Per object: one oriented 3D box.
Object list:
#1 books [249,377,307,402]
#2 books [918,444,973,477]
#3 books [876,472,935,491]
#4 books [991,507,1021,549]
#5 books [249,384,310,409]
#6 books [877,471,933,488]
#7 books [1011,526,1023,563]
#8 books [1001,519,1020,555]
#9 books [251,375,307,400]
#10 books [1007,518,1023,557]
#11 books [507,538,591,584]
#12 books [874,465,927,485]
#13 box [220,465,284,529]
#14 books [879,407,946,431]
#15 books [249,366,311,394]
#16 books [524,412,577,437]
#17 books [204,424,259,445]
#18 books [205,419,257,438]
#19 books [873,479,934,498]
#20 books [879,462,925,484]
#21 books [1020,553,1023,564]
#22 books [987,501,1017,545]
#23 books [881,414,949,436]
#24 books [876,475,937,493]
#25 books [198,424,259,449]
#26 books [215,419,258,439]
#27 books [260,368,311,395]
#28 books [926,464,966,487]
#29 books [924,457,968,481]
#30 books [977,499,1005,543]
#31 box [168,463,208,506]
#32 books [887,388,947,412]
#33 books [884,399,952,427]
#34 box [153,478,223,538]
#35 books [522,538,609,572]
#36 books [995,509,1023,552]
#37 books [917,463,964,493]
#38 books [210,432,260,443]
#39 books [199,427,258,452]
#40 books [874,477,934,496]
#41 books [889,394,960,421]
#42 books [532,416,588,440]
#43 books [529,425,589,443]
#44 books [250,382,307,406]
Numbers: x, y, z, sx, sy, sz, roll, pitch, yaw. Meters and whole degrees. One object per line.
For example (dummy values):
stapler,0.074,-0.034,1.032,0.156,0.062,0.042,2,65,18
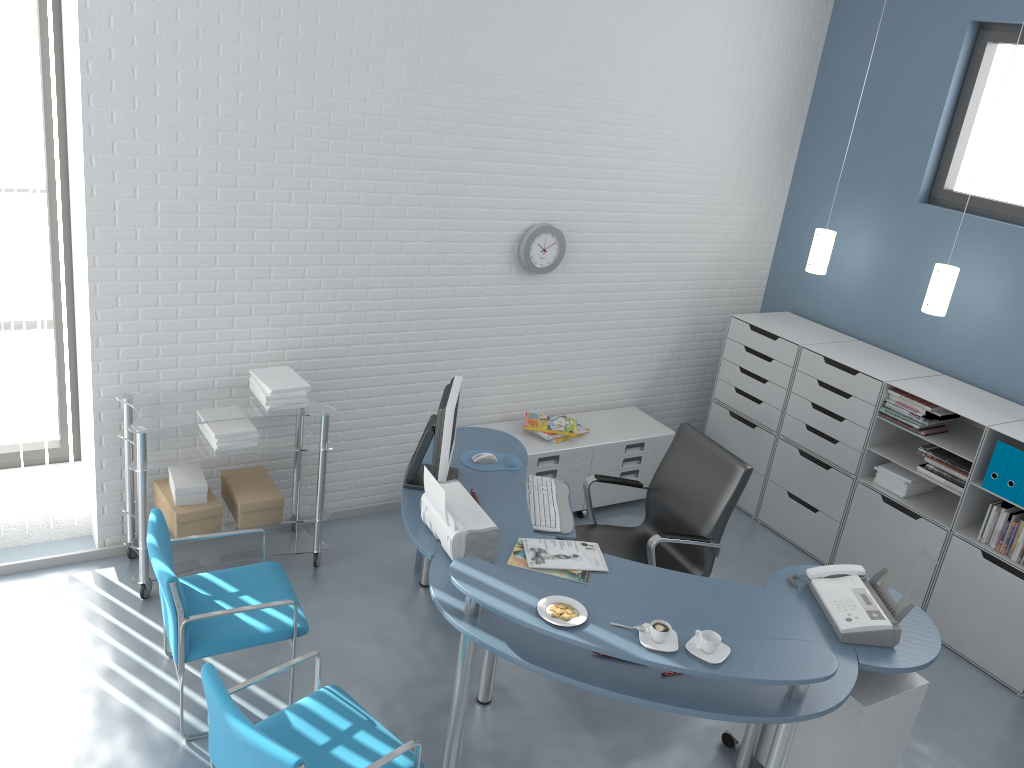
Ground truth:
books,-1.090,0.018,4.125,0.190,0.015,0.270,-5,24,-32
books,2.238,0.380,4.472,0.224,0.041,0.283,-5,24,-32
books,2.127,0.508,4.778,0.270,0.015,0.190,-5,24,-32
books,2.383,0.690,4.263,0.157,0.198,0.022,-5,24,-32
books,-1.087,0.047,4.138,0.190,0.015,0.270,-7,25,-34
books,2.135,0.493,4.777,0.270,0.015,0.190,-4,24,-29
books,2.439,0.724,4.169,0.166,0.217,0.038,-5,24,-32
books,2.409,0.722,4.226,0.157,0.172,0.021,-5,24,-32
books,-1.084,0.007,4.115,0.190,0.015,0.270,-4,24,-29
books,2.428,0.721,4.205,0.146,0.193,0.032,-5,24,-32
books,0.149,0.655,3.305,0.300,0.005,0.200,12,21,10
books,2.116,0.474,4.778,0.270,0.015,0.190,-5,24,-32
box,-1.244,0.536,4.237,0.207,0.133,0.347,-5,24,-31
books,2.101,0.173,4.654,0.234,0.034,0.240,-5,24,-32
books,-1.077,-0.023,4.112,0.190,0.015,0.270,-8,26,-36
books,0.223,0.232,5.097,0.300,0.020,0.210,8,21,1
books,-1.301,0.208,4.090,0.190,0.015,0.270,-5,24,-31
books,-1.305,0.173,4.055,0.190,0.015,0.270,-7,25,-34
books,2.119,0.547,4.801,0.270,0.015,0.190,-5,24,-32
books,2.131,0.464,4.769,0.270,0.015,0.190,-8,26,-36
books,2.457,0.740,4.152,0.155,0.203,0.017,-5,24,-32
books,2.379,0.665,4.284,0.138,0.229,0.032,-5,24,-32
books,2.114,0.201,4.660,0.209,0.019,0.265,-5,24,-32
books,2.130,0.522,4.786,0.270,0.015,0.190,-5,24,-30
books,-1.309,0.224,4.089,0.190,0.015,0.270,-7,26,-35
books,-1.300,0.180,4.080,0.190,0.015,0.270,-5,24,-31
books,-1.074,-0.013,4.129,0.190,0.015,0.270,-5,24,-32
books,2.250,0.452,4.476,0.212,0.023,0.224,-5,24,-32
books,2.253,0.419,4.481,0.197,0.034,0.251,-5,24,-32
books,2.351,0.664,4.311,0.157,0.203,0.040,-5,24,-32
box,-1.478,0.456,4.044,0.139,0.090,0.234,-3,23,-27
books,2.129,0.076,4.614,0.212,0.024,0.258,-5,24,-32
books,2.122,0.141,4.636,0.212,0.044,0.265,-5,24,-32
box,-1.493,0.560,4.083,0.207,0.133,0.347,-8,26,-36
books,0.197,0.645,3.345,0.300,0.010,0.200,5,21,-9
books,2.397,0.697,4.241,0.157,0.203,0.032,-5,24,-32
books,2.235,0.471,4.502,0.212,0.034,0.265,-5,24,-32
books,-1.297,0.197,4.080,0.190,0.015,0.270,-6,25,-33
books,-1.311,0.238,4.094,0.190,0.015,0.270,-6,25,-33
books,2.121,0.533,4.796,0.270,0.015,0.190,-7,25,-34
books,2.146,0.109,4.616,0.187,0.034,0.298,-5,24,-32
books,0.256,0.251,5.116,0.300,0.020,0.210,-8,26,-36
books,0.273,0.264,5.144,0.210,0.020,0.300,25,26,37
books,-1.090,0.035,4.126,0.190,0.015,0.270,-5,24,-30
